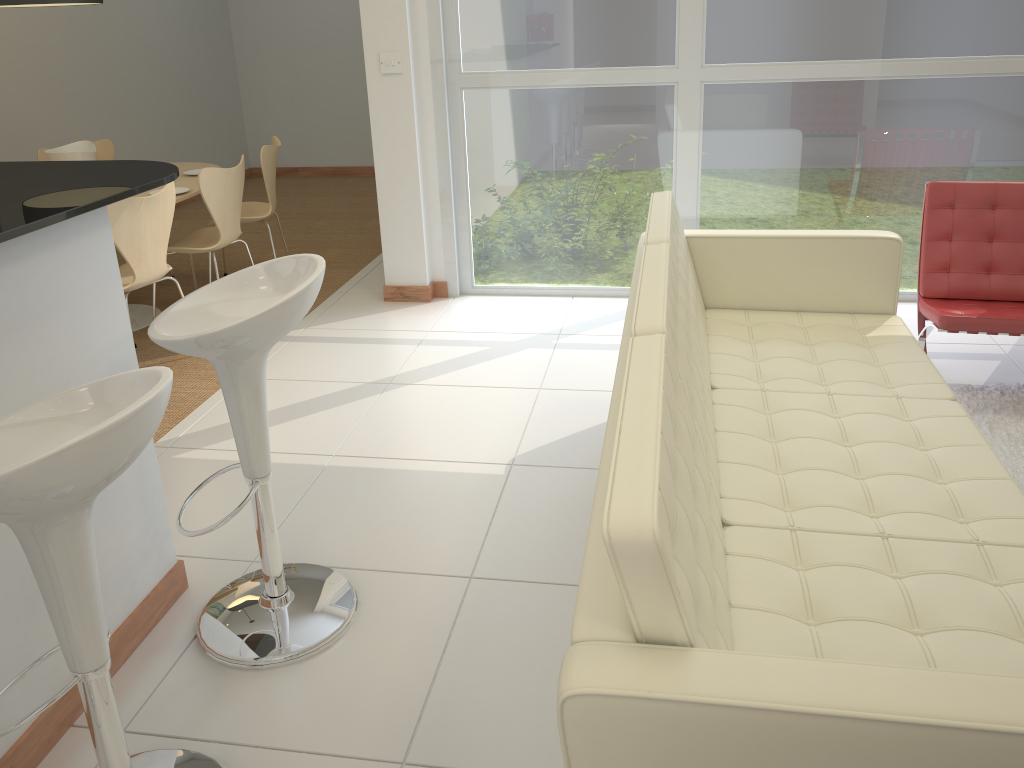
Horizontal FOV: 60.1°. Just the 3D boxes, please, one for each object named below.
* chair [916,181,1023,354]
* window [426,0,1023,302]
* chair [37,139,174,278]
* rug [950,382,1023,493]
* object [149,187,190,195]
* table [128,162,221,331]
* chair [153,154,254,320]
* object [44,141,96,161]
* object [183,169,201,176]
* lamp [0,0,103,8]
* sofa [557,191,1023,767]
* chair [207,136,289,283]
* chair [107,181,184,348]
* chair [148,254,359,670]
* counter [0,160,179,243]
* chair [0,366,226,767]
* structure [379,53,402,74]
[{"bbox_3d":[2.093,-0.382,3.666,0.700,0.801,0.720,4,22,15],"label":"chair"},{"bbox_3d":[1.254,-1.724,4.542,3.433,2.663,0.123,2,21,10],"label":"window"},{"bbox_3d":[-2.611,-1.071,5.674,0.518,0.889,0.529,12,25,33],"label":"chair"},{"bbox_3d":[1.942,0.666,2.221,2.443,0.004,3.393,2,23,11],"label":"rug"},{"bbox_3d":[-1.858,-1.039,4.804,0.212,0.015,0.213,-17,27,-30],"label":"object"},{"bbox_3d":[-2.360,-0.689,4.964,1.280,0.715,2.307,2,23,11],"label":"table"},{"bbox_3d":[-1.691,-0.772,4.873,0.516,0.889,0.531,2,21,10],"label":"chair"},{"bbox_3d":[-2.363,-1.156,4.799,0.274,0.274,0.263,-22,29,-40],"label":"object"},{"bbox_3d":[-1.895,-1.291,5.402,0.211,0.015,0.213,-12,25,-22],"label":"object"},{"bbox_3d":[-2.431,-2.618,4.263,0.594,1.465,0.605,2,21,12],"label":"lamp"},{"bbox_3d":[0.783,0.164,2.361,1.001,0.905,2.615,2,23,10],"label":"sofa"},{"bbox_3d":[-1.653,-1.055,5.538,0.516,0.889,0.531,-5,21,-5],"label":"chair"},{"bbox_3d":[-1.844,-0.487,4.216,0.516,0.889,0.531,4,22,17],"label":"chair"},{"bbox_3d":[-0.673,0.190,2.346,0.465,1.001,0.466,-4,21,-3],"label":"chair"},{"bbox_3d":[-1.476,-0.074,1.295,0.735,0.019,3.023,2,23,10],"label":"counter"},{"bbox_3d":[-0.798,0.482,1.669,0.465,1.001,0.465,6,22,21],"label":"chair"},{"bbox_3d":[-0.651,-1.718,4.739,0.114,0.102,0.013,2,21,10],"label":"structure"}]
